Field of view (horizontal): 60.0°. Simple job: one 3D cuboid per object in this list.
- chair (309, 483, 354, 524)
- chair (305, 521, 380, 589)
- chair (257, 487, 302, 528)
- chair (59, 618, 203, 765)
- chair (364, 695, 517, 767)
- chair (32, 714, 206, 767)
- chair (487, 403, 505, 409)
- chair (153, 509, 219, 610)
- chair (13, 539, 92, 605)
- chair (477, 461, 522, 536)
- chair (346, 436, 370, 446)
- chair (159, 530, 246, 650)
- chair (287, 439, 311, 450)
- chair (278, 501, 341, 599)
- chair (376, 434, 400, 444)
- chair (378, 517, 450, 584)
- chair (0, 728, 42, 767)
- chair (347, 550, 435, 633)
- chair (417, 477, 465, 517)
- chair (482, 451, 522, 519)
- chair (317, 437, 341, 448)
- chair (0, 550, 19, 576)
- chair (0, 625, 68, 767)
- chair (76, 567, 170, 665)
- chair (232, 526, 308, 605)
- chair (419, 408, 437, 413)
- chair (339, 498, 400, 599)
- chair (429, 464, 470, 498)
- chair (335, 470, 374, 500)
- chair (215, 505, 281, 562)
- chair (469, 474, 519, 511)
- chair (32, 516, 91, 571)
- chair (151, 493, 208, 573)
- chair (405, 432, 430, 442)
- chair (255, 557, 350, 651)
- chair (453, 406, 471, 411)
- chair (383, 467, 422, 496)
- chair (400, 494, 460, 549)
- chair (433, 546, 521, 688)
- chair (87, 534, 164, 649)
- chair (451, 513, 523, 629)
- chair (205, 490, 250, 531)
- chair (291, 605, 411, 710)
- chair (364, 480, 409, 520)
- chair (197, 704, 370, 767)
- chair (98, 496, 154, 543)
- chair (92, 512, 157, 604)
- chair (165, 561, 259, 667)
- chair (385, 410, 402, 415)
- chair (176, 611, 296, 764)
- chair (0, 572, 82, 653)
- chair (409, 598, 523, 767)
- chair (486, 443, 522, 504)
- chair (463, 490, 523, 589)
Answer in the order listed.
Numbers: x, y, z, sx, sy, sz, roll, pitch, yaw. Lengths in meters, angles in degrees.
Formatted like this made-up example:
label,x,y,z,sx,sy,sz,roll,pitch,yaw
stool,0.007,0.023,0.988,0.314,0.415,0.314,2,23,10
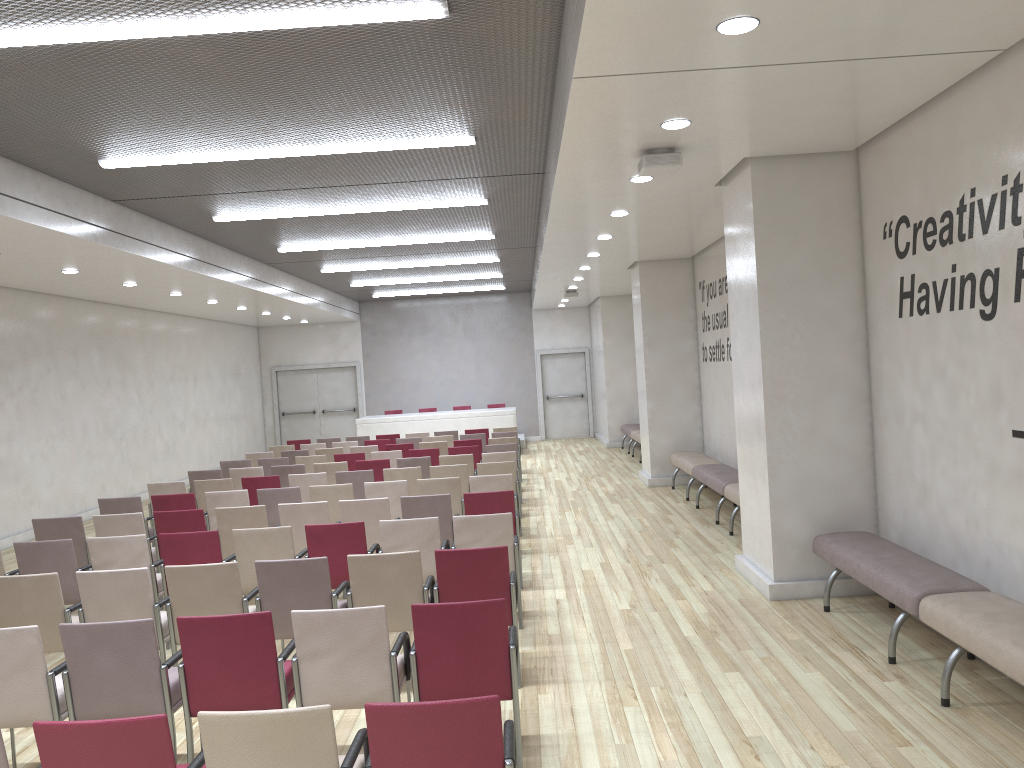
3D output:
label,x,y,z,sx,sy,sz,roll,pitch,yaw
chair,-1.827,1.470,9.380,0.513,0.890,0.640,-4,1,1
chair,-1.298,1.478,6.922,0.513,0.890,0.640,-4,1,0
chair,-2.366,1.503,9.384,0.513,0.890,0.640,-4,1,1
chair,-1.881,1.554,4.471,0.513,0.890,0.640,-4,1,1
chair,-0.235,1.473,3.208,0.513,0.890,0.640,-4,1,0
chair,-1.331,1.541,3.225,0.513,0.890,0.640,-4,1,1
chair,-0.367,0.947,21.857,0.513,0.890,0.640,-4,1,0
chair,-2.929,1.558,8.159,0.513,0.890,0.640,-4,1,1
chair,-3.489,1.613,6.951,0.513,0.890,0.640,-4,1,1
chair,-0.160,1.347,10.604,0.513,0.890,0.640,-4,1,0
chair,-2.837,1.410,16.785,0.513,0.890,0.640,-4,1,1
chair,-2.388,1.545,6.933,0.513,0.890,0.640,-4,1,2
chair,-3.939,1.478,16.786,0.513,0.890,0.640,-4,1,1
chair,-1.823,1.490,8.163,0.513,0.890,0.640,-4,1,1
chair,-2.282,1.376,16.770,0.513,0.890,0.640,-4,1,0
chair,-0.744,1.444,6.916,0.513,0.890,0.640,-4,1,0
chair,-1.892,1.575,3.229,0.513,0.890,0.640,-4,1,0
chair,-0.754,1.464,5.687,0.513,0.890,0.640,-4,1,0
chair,-0.722,1.402,9.377,0.513,0.890,0.640,-4,1,1
chair,-0.145,1.326,11.824,0.513,0.890,0.640,-4,1,0
chair,-3.379,1.444,16.780,0.513,0.890,0.640,-4,1,1
chair,-4.034,1.646,6.952,0.513,0.890,0.640,-4,1,2
chair,-2.421,1.587,4.474,0.513,0.890,0.640,-4,1,1
chair,-2.401,1.566,5.693,0.513,0.890,0.640,-4,1,2
chair,-1.839,1.511,6.922,0.513,0.890,0.640,-4,1,1
chair,-2.080,1.052,21.878,0.513,0.890,0.640,-4,1,0
chair,-1.284,1.457,8.145,0.513,0.890,0.640,-4,1,1
chair,-0.710,1.381,10.594,0.513,0.890,0.640,-4,1,0
chair,-1.803,1.448,10.612,0.513,0.890,0.640,-4,1,1
chair,-2.382,1.524,8.159,0.513,0.890,0.640,-4,1,0
chair,-0.182,1.368,9.366,0.513,0.890,0.640,-4,1,1
chair,-4.025,1.625,8.190,0.513,0.890,0.640,-4,1,0
chair,-3.461,1.570,9.411,0.513,0.890,0.640,-4,1,0
chair,-1.727,1.342,16.767,0.513,0.890,0.640,-4,1,1
chair,-1.308,1.499,5.680,0.513,0.890,0.640,-4,1,1
chair,-1.223,0.999,21.867,0.513,0.890,0.640,-4,1,0
chair,-1.253,1.414,10.616,0.513,0.890,0.640,-4,1,0
chair,-0.734,1.423,8.150,0.513,0.890,0.640,-4,1,1
chair,-0.216,1.431,5.675,0.513,0.890,0.640,-4,1,1
chair,-2.936,1.578,6.948,0.513,0.890,0.640,-4,1,1
chair,-0.194,1.410,6.905,0.513,0.890,0.640,-4,1,0
chair,-2.907,1.536,9.408,0.513,0.890,0.640,-4,1,1
chair,-0.781,1.487,4.449,0.513,0.890,0.640,-4,1,1
chair,-1.260,1.435,9.382,0.513,0.890,0.640,-4,1,2
chair,-0.783,1.507,3.220,0.513,0.890,0.640,-4,1,1
chair,-4.008,1.604,9.416,0.513,0.890,0.640,-4,1,1
chair,-3.471,1.591,8.169,0.513,0.890,0.640,-4,1,1
chair,-1.866,1.533,5.697,0.513,0.890,0.640,-4,1,0
chair,-2.936,1.105,21.888,0.513,0.890,0.640,-4,1,0
chair,-1.330,1.520,4.467,0.513,0.890,0.640,-4,1,0
chair,-2.957,1.600,5.705,0.513,0.890,0.640,-4,1,1
chair,-0.221,1.452,4.437,0.513,0.890,0.640,-4,1,0
chair,-0.128,1.304,13.055,0.513,0.890,0.640,-4,1,0
chair,-0.176,1.389,8.125,0.513,0.890,0.640,-4,1,1
